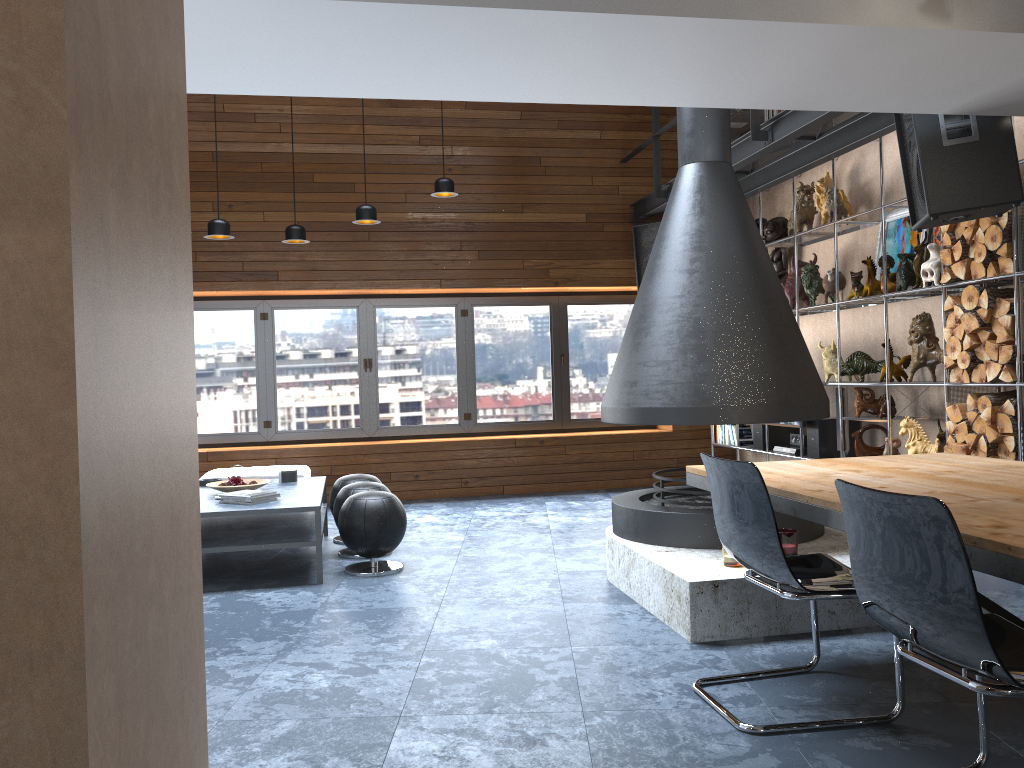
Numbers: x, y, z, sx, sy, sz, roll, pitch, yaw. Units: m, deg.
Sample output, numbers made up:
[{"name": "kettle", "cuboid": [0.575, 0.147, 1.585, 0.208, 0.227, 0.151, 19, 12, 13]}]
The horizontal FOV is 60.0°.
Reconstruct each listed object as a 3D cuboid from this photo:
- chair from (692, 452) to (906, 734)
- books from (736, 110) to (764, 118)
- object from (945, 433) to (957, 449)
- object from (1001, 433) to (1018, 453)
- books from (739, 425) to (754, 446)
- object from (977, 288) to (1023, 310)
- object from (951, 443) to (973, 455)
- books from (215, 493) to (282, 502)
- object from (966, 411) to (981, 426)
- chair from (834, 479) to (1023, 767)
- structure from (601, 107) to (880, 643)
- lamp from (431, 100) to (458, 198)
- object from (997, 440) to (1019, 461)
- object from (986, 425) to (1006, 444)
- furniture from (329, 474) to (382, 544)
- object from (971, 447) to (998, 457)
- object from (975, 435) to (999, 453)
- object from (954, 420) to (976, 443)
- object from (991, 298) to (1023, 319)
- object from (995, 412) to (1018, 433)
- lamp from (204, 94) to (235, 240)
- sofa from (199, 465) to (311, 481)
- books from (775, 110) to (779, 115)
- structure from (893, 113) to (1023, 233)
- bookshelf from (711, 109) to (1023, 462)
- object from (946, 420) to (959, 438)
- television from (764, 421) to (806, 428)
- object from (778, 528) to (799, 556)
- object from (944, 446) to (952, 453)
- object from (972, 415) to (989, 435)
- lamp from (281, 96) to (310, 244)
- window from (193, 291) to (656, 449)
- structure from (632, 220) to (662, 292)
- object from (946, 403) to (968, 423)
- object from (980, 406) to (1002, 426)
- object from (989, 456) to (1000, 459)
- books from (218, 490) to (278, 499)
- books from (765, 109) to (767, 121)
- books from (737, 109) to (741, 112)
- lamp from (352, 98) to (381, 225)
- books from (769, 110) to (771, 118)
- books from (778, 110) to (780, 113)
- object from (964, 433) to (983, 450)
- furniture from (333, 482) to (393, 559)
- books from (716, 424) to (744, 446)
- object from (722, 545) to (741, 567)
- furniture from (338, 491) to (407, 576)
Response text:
[{"name": "chair", "cuboid": [0.937, 0.642, 2.950, 0.599, 0.825, 0.527, -2, 0, -11]}, {"name": "books", "cuboid": [2.112, -2.375, 7.798, 0.234, 0.016, 0.182, -2, 0, -11]}, {"name": "object", "cuboid": [2.671, 0.315, 5.115, 0.331, 0.110, 0.107, -2, 0, -13]}, {"name": "object", "cuboid": [2.757, 0.297, 4.694, 0.309, 0.121, 0.111, -2, 0, -12]}, {"name": "books", "cuboid": [2.113, 0.469, 8.056, 0.138, 0.185, 0.081, -2, 0, -11]}, {"name": "object", "cuboid": [2.679, -0.460, 4.815, 0.289, 0.121, 0.107, -2, 0, -10]}, {"name": "object", "cuboid": [2.687, 0.377, 5.031, 0.374, 0.131, 0.115, -2, 0, -15]}, {"name": "books", "cuboid": [-1.543, 0.660, 5.194, 0.299, 0.021, 0.239, -2, 0, 31]}, {"name": "object", "cuboid": [2.708, 0.189, 4.972, 0.303, 0.090, 0.098, -2, 0, -12]}, {"name": "chair", "cuboid": [1.098, 0.643, 2.099, 0.599, 0.825, 0.527, -2, 0, -11]}, {"name": "structure", "cuboid": [1.067, -1.812, 4.539, 1.197, 5.700, 1.689, -2, 0, -11]}, {"name": "lamp", "cuboid": [-0.540, -2.230, 6.779, 0.210, 1.565, 0.210, -2, 0, 27]}, {"name": "object", "cuboid": [2.770, 0.359, 4.749, 0.286, 0.143, 0.143, -2, 0, -11]}, {"name": "object", "cuboid": [2.741, 0.268, 4.780, 0.329, 0.107, 0.128, -2, 0, -10]}, {"name": "furniture", "cuboid": [-1.077, 0.862, 6.220, 0.402, 0.462, 0.401, -2, 0, 29]}, {"name": "object", "cuboid": [2.697, 0.392, 4.915, 0.288, 0.118, 0.147, -2, 0, -15]}, {"name": "object", "cuboid": [2.720, 0.327, 4.865, 0.331, 0.110, 0.101, -2, 0, -9]}, {"name": "object", "cuboid": [2.671, 0.258, 5.035, 0.290, 0.153, 0.112, -2, 0, -14]}, {"name": "object", "cuboid": [2.738, -0.406, 4.730, 0.299, 0.119, 0.151, -2, 0, -8]}, {"name": "object", "cuboid": [2.736, 0.199, 4.704, 0.299, 0.114, 0.135, -2, 0, -13]}, {"name": "lamp", "cuboid": [-2.092, -2.050, 6.239, 0.210, 2.034, 0.210, -2, 0, 27]}, {"name": "sofa", "cuboid": [-2.496, 0.796, 5.865, 2.205, 0.693, 4.035, -2, 0, -11]}, {"name": "books", "cuboid": [2.181, -2.206, 7.170, 0.112, 0.177, 0.009, -2, 0, -11]}, {"name": "structure", "cuboid": [2.193, -1.159, 4.381, 0.506, 0.744, 0.460, -2, 0, 15]}, {"name": "bookshelf", "cuboid": [3.015, -2.123, 3.238, 0.421, 6.219, 10.738, -2, 0, -11]}, {"name": "object", "cuboid": [2.673, 0.262, 5.136, 0.308, 0.120, 0.097, -2, 0, -15]}, {"name": "television", "cuboid": [2.085, 0.008, 7.113, 0.115, 0.638, 1.075, -2, 0, -10]}, {"name": "object", "cuboid": [1.255, 0.730, 4.064, 0.114, 0.117, 0.114, -2, 0, -26]}, {"name": "object", "cuboid": [2.673, 0.409, 5.131, 0.321, 0.109, 0.110, -2, 0, -10]}, {"name": "object", "cuboid": [2.735, 0.225, 4.899, 0.321, 0.128, 0.164, -2, 0, -11]}, {"name": "lamp", "cuboid": [-1.674, -2.082, 6.736, 0.210, 2.003, 0.210, -2, 0, 27]}, {"name": "window", "cuboid": [-1.397, -0.157, 8.606, 5.936, 1.522, 0.101, -2, 0, -11]}, {"name": "structure", "cuboid": [1.454, -1.163, 8.289, 0.461, 0.735, 0.488, -2, 0, 39]}, {"name": "object", "cuboid": [2.664, 0.163, 5.076, 0.299, 0.119, 0.151, -2, 0, -8]}, {"name": "object", "cuboid": [2.721, 0.168, 4.805, 0.362, 0.115, 0.098, -2, 0, -11]}, {"name": "object", "cuboid": [2.728, 0.429, 4.832, 0.330, 0.098, 0.103, -2, 0, -14]}, {"name": "books", "cuboid": [-1.533, 0.640, 5.151, 0.265, 0.017, 0.210, -2, 0, 31]}, {"name": "books", "cuboid": [2.155, -2.218, 7.324, 0.127, 0.201, 0.011, -2, 0, -11]}, {"name": "books", "cuboid": [2.120, -2.410, 7.788, 0.222, 0.021, 0.174, -2, 0, -11]}, {"name": "lamp", "cuboid": [-1.099, -2.144, 6.513, 0.210, 1.911, 0.210, -2, 0, 27]}, {"name": "books", "cuboid": [2.187, -2.230, 7.269, 0.161, 0.223, 0.017, -2, 0, -11]}, {"name": "books", "cuboid": [2.212, -2.226, 7.132, 0.155, 0.215, 0.055, -2, 0, -11]}, {"name": "object", "cuboid": [2.689, 0.314, 4.941, 0.330, 0.098, 0.107, -2, 0, -15]}, {"name": "furniture", "cuboid": [-0.946, 0.862, 5.711, 0.402, 0.462, 0.401, -2, 0, 9]}, {"name": "books", "cuboid": [2.058, 0.458, 8.258, 0.139, 0.208, 0.461, -2, 0, -11]}, {"name": "object", "cuboid": [0.966, 0.754, 3.891, 0.086, 0.088, 0.086, -2, 0, -6]}, {"name": "furniture", "cuboid": [-0.818, 0.861, 5.217, 0.401, 0.462, 0.402, -2, 0, 4]}]
